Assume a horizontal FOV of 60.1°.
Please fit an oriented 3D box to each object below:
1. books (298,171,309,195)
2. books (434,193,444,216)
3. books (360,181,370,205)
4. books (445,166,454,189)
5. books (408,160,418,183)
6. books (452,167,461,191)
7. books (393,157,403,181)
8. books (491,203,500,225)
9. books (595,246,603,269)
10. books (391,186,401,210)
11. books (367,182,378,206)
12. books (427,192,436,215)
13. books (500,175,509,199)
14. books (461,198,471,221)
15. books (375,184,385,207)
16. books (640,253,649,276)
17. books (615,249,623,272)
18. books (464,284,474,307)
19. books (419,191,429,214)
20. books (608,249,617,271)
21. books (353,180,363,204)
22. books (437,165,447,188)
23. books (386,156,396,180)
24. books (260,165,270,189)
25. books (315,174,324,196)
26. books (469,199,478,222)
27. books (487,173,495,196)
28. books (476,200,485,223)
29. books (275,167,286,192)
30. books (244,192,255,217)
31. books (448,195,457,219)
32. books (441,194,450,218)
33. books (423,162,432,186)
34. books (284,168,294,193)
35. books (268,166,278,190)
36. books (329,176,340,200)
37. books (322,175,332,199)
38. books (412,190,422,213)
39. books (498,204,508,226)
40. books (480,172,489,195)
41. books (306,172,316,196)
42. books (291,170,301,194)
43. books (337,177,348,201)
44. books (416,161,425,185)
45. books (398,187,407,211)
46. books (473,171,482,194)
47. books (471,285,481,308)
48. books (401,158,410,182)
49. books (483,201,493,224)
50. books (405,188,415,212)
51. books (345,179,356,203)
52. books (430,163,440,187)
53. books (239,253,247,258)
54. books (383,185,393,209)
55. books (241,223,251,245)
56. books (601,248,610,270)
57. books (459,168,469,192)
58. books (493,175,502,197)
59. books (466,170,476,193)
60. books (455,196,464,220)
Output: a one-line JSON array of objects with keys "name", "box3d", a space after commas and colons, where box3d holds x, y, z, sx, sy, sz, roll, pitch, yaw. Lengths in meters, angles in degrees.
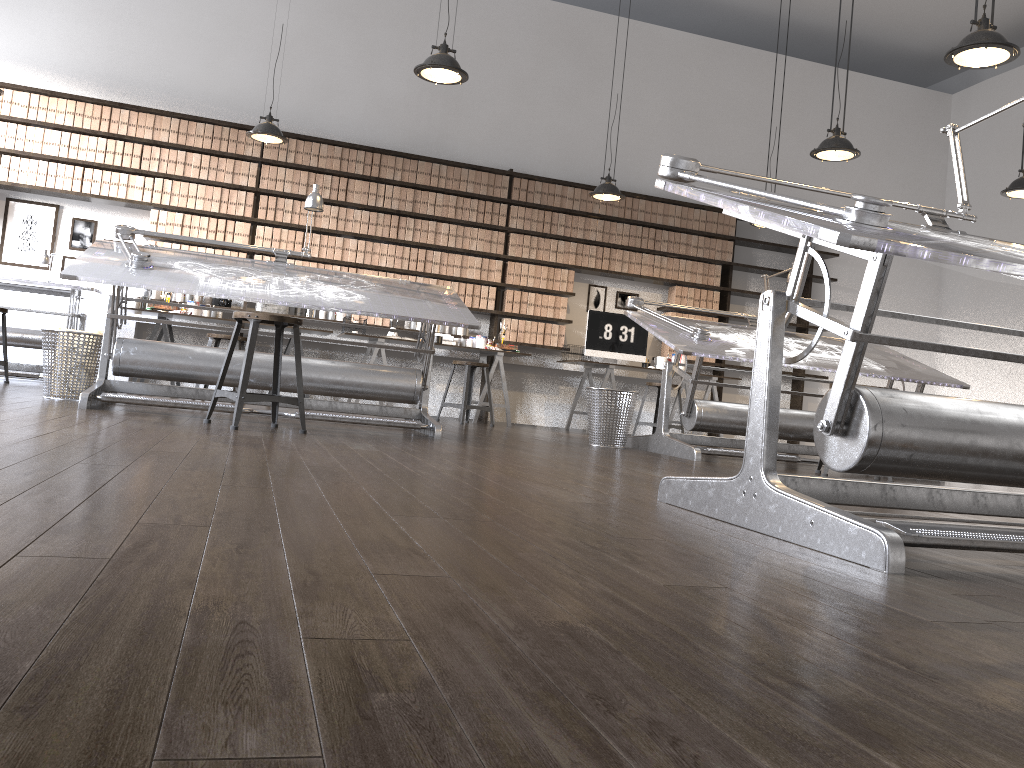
[{"name": "books", "box3d": [-1.917, -1.822, 8.120, 0.067, 0.226, 0.174, 7, -3, -16]}, {"name": "books", "box3d": [-0.714, -1.695, 8.474, 0.066, 0.226, 0.174, 7, -3, -16]}, {"name": "books", "box3d": [-1.384, -1.766, 8.275, 0.067, 0.226, 0.174, 7, -3, -16]}, {"name": "books", "box3d": [-0.618, -1.964, 8.517, 0.066, 0.226, 0.174, 7, -3, -17]}, {"name": "books", "box3d": [-0.954, -1.999, 8.417, 0.066, 0.226, 0.174, 7, -3, -16]}, {"name": "books", "box3d": [-0.551, -1.957, 8.535, 0.066, 0.226, 0.174, 7, -3, -17]}, {"name": "books", "box3d": [-1.086, -2.013, 8.376, 0.066, 0.226, 0.174, 7, -3, -17]}, {"name": "books", "box3d": [-0.182, -1.639, 8.633, 0.066, 0.226, 0.174, 7, -3, -17]}, {"name": "books", "box3d": [0.846, -1.260, 8.923, 0.066, 0.226, 0.174, 7, -3, -17]}, {"name": "books", "box3d": [-1.107, -1.737, 8.360, 0.066, 0.226, 0.174, 7, -3, -17]}, {"name": "books", "box3d": [-1.315, -1.759, 8.295, 0.066, 0.226, 0.174, 7, -3, -17]}, {"name": "books", "box3d": [-0.783, -1.702, 8.452, 0.067, 0.226, 0.174, 7, -3, -17]}, {"name": "books", "box3d": [-0.091, -1.909, 8.666, 0.066, 0.226, 0.174, 7, -3, -16]}, {"name": "books", "box3d": [-0.460, -1.668, 8.552, 0.066, 0.226, 0.174, 7, -3, -16]}, {"name": "books", "box3d": [-1.247, -1.751, 8.319, 0.066, 0.226, 0.174, 7, -3, -17]}, {"name": "books", "box3d": [1.325, -1.210, 9.061, 0.066, 0.226, 0.174, 7, -3, -16]}, {"name": "books", "box3d": [1.053, -1.238, 8.977, 0.066, 0.226, 0.174, 7, -3, -17]}, {"name": "books", "box3d": [-0.433, -0.844, 8.523, 0.067, 0.226, 0.174, 7, -3, -16]}, {"name": "books", "box3d": [-0.851, -1.710, 8.437, 0.066, 0.226, 0.174, 7, -3, -16]}, {"name": "books", "box3d": [0.988, -1.245, 8.965, 0.066, 0.226, 0.174, 7, -3, -17]}, {"name": "books", "box3d": [-1.446, -1.772, 8.262, 0.066, 0.226, 0.174, 7, -3, -17]}, {"name": "books", "box3d": [-0.684, -1.971, 8.494, 0.066, 0.226, 0.174, 7, -3, -16]}, {"name": "books", "box3d": [-1.154, -2.021, 8.353, 0.066, 0.226, 0.174, 7, -3, -17]}, {"name": "books", "box3d": [-2.245, -1.856, 8.031, 0.066, 0.226, 0.174, 7, -3, -17]}, {"name": "books", "box3d": [-1.786, -1.808, 8.164, 0.066, 0.226, 0.174, 7, -3, -17]}, {"name": "books", "box3d": [-0.391, -1.661, 8.567, 0.066, 0.226, 0.174, 7, -3, -17]}, {"name": "books", "box3d": [-0.227, -1.923, 8.630, 0.066, 0.226, 0.174, 7, -3, -17]}, {"name": "books", "box3d": [-0.324, -1.654, 8.592, 0.066, 0.226, 0.174, 7, -3, -17]}, {"name": "books", "box3d": [-2.110, -1.842, 8.065, 0.067, 0.226, 0.174, 7, -3, -16]}, {"name": "books", "box3d": [-2.369, -1.600, 7.984, 0.066, 0.226, 0.174, 7, -3, -16]}, {"name": "books", "box3d": [-0.590, -1.682, 8.508, 0.067, 0.226, 0.174, 7, -3, -17]}, {"name": "books", "box3d": [-0.655, -1.689, 8.493, 0.066, 0.226, 0.174, 7, -3, -16]}, {"name": "books", "box3d": [-0.821, -1.985, 8.450, 0.067, 0.226, 0.174, 7, -3, -17]}, {"name": "books", "box3d": [-2.041, -1.835, 8.087, 0.066, 0.226, 0.174, 7, -3, -17]}, {"name": "books", "box3d": [-2.178, -1.849, 8.049, 0.066, 0.226, 0.174, 7, -3, -17]}, {"name": "books", "box3d": [-1.651, -1.794, 8.204, 0.066, 0.226, 0.174, 7, -3, -16]}, {"name": "books", "box3d": [-1.718, -1.801, 8.180, 0.066, 0.226, 0.174, 7, -3, -16]}, {"name": "books", "box3d": [-0.918, -1.717, 8.419, 0.066, 0.226, 0.174, 7, -3, -16]}, {"name": "books", "box3d": [-0.109, -1.631, 8.652, 0.066, 0.226, 0.174, 7, -3, -16]}, {"name": "books", "box3d": [-0.290, -1.930, 8.606, 0.067, 0.226, 0.174, 7, -3, -16]}, {"name": "books", "box3d": [-1.854, -1.815, 8.144, 0.066, 0.226, 0.174, 7, -3, -17]}, {"name": "books", "box3d": [-1.982, -1.829, 8.106, 0.066, 0.226, 0.174, 7, -3, -17]}, {"name": "books", "box3d": [-1.578, -1.786, 8.220, 0.067, 0.226, 0.174, 7, -3, -17]}, {"name": "books", "box3d": [-0.882, -1.992, 8.437, 0.066, 0.226, 0.174, 7, -3, -16]}, {"name": "books", "box3d": [-1.048, -1.730, 8.379, 0.066, 0.226, 0.174, 7, -3, -17]}, {"name": "books", "box3d": [-0.355, -1.936, 8.591, 0.066, 0.226, 0.174, 7, -3, -17]}, {"name": "books", "box3d": [-0.364, -0.837, 8.549, 0.066, 0.226, 0.174, 7, -3, -17]}, {"name": "books", "box3d": [-1.021, -2.007, 8.399, 0.066, 0.226, 0.174, 7, -3, -16]}, {"name": "books", "box3d": [-0.251, -1.646, 8.607, 0.067, 0.226, 0.174, 7, -3, -16]}, {"name": "books", "box3d": [-0.983, -1.723, 8.393, 0.067, 0.226, 0.174, 7, -3, -16]}, {"name": "books", "box3d": [-1.509, -1.779, 8.246, 0.066, 0.226, 0.174, 7, -3, -16]}, {"name": "books", "box3d": [-0.752, -1.978, 8.470, 0.066, 0.226, 0.174, 7, -3, -16]}, {"name": "books", "box3d": [-2.423, -1.054, 7.942, 0.067, 0.226, 0.174, 7, -3, -17]}, {"name": "books", "box3d": [-1.176, -1.744, 8.338, 0.067, 0.226, 0.174, 7, -3, -16]}, {"name": "books", "box3d": [-2.392, -1.323, 7.960, 0.067, 0.226, 0.174, 7, -3, -17]}, {"name": "books", "box3d": [0.919, -1.252, 8.939, 0.067, 0.226, 0.174, 7, -3, -16]}, {"name": "books", "box3d": [-0.483, -1.950, 8.550, 0.067, 0.226, 0.174, 7, -3, -16]}, {"name": "books", "box3d": [-0.160, -1.916, 8.650, 0.066, 0.226, 0.174, 7, -3, -17]}, {"name": "books", "box3d": [-0.414, -1.943, 8.572, 0.066, 0.226, 0.174, 7, -3, -17]}, {"name": "books", "box3d": [-0.527, -1.675, 8.532, 0.066, 0.226, 0.174, 7, -3, -16]}]
